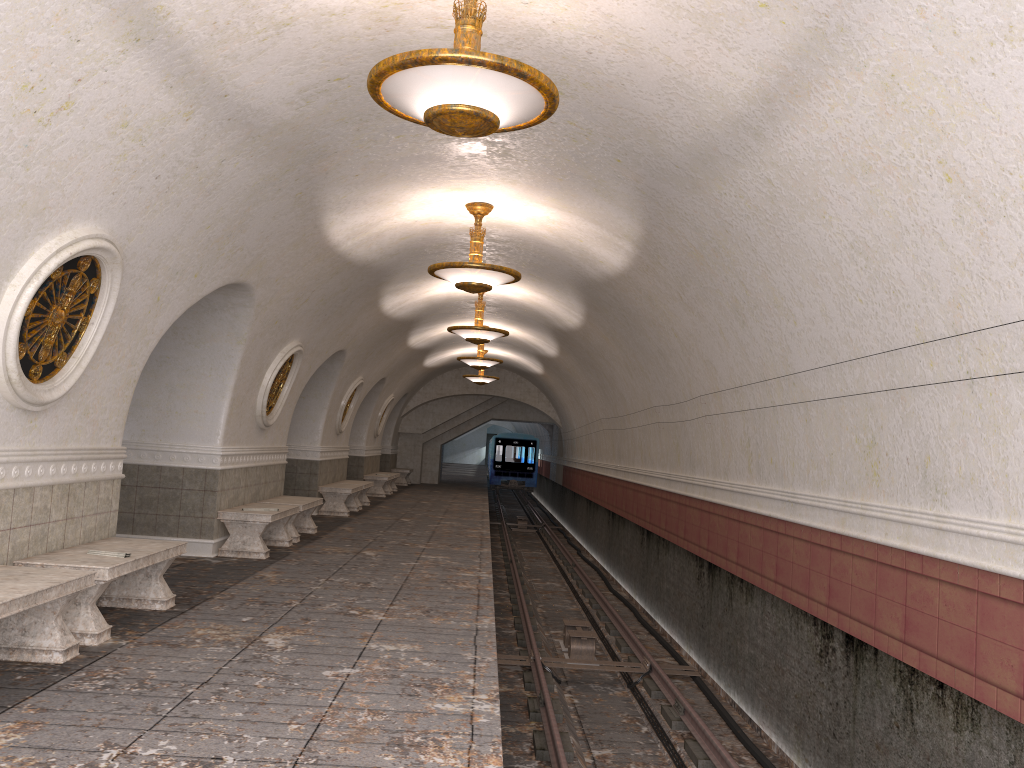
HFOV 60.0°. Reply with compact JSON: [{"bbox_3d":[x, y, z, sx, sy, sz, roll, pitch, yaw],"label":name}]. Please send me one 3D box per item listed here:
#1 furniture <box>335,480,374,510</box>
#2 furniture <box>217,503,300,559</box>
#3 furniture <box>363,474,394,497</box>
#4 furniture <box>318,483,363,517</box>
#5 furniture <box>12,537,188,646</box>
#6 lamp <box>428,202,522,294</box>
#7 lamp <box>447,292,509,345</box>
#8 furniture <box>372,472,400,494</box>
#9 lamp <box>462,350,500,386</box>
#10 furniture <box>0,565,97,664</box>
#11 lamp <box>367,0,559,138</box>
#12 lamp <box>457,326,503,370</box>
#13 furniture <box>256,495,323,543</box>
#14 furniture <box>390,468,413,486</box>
[{"bbox_3d":[-3.278,2.289,18.380,0.613,0.508,1.509,4,-4,-1],"label":"furniture"},{"bbox_3d":[-3.046,1.754,10.700,0.613,0.508,1.509,4,-4,-1],"label":"furniture"},{"bbox_3d":[-3.407,2.586,22.649,0.613,0.508,1.509,4,-4,-1],"label":"furniture"},{"bbox_3d":[-3.227,2.172,16.704,0.613,0.508,1.509,4,-4,-1],"label":"furniture"},{"bbox_3d":[-2.916,1.453,6.385,0.613,0.508,1.509,4,-4,-1],"label":"furniture"},{"bbox_3d":[-0.383,-1.441,9.532,1.008,0.955,1.008,5,-4,-17],"label":"lamp"},{"bbox_3d":[-0.529,-1.105,14.348,1.008,0.955,1.008,3,-4,14],"label":"lamp"},{"bbox_3d":[-3.457,2.703,24.326,0.613,0.508,1.509,4,-4,-1],"label":"furniture"},{"bbox_3d":[-0.819,-0.434,23.978,1.008,0.955,1.008,0,-6,44],"label":"lamp"},{"bbox_3d":[-2.865,1.336,4.708,0.613,0.508,1.509,4,-4,-1],"label":"furniture"},{"bbox_3d":[-0.237,-1.779,4.683,1.008,0.955,1.008,5,-4,-17],"label":"lamp"},{"bbox_3d":[-0.674,-0.770,19.162,1.008,0.955,1.008,3,-4,14],"label":"lamp"},{"bbox_3d":[-3.097,1.871,12.377,0.613,0.508,1.509,4,-4,-1],"label":"furniture"},{"bbox_3d":[-3.596,3.024,28.934,0.613,0.508,1.509,4,-4,-1],"label":"furniture"}]
